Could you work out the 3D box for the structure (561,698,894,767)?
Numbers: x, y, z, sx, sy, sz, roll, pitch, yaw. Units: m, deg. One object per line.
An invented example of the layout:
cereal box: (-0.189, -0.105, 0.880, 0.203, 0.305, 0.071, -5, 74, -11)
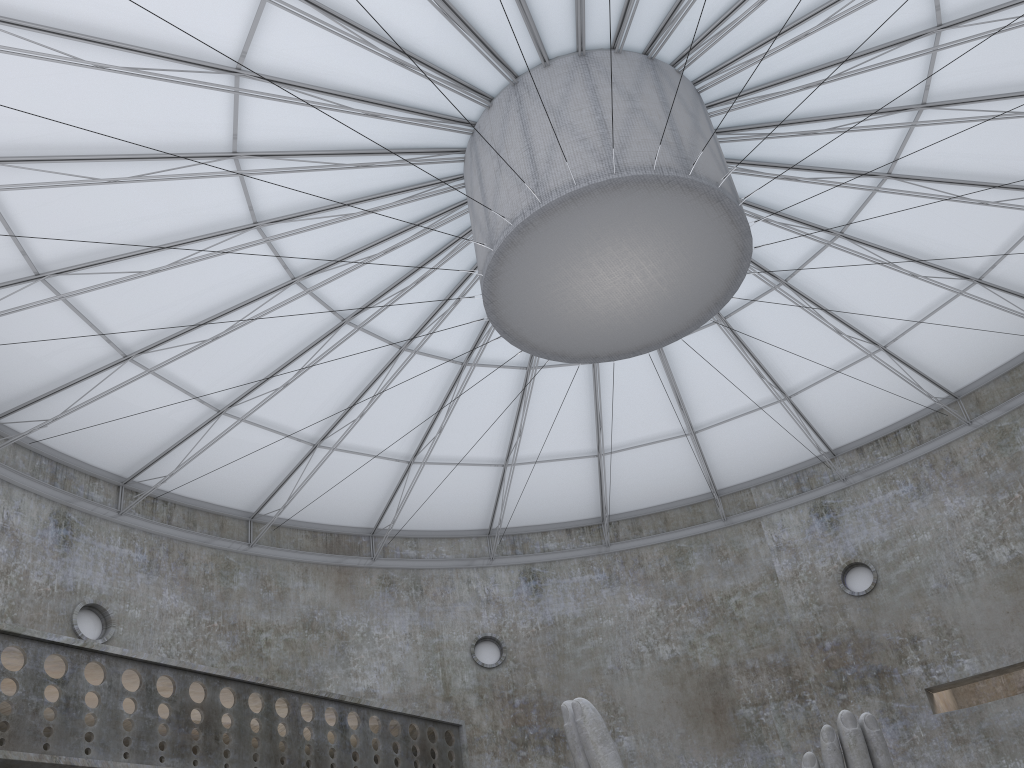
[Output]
structure: (6.192, 6.901, 14.565, 10.706, 5.564, 16.062, -2, -34, -11)
